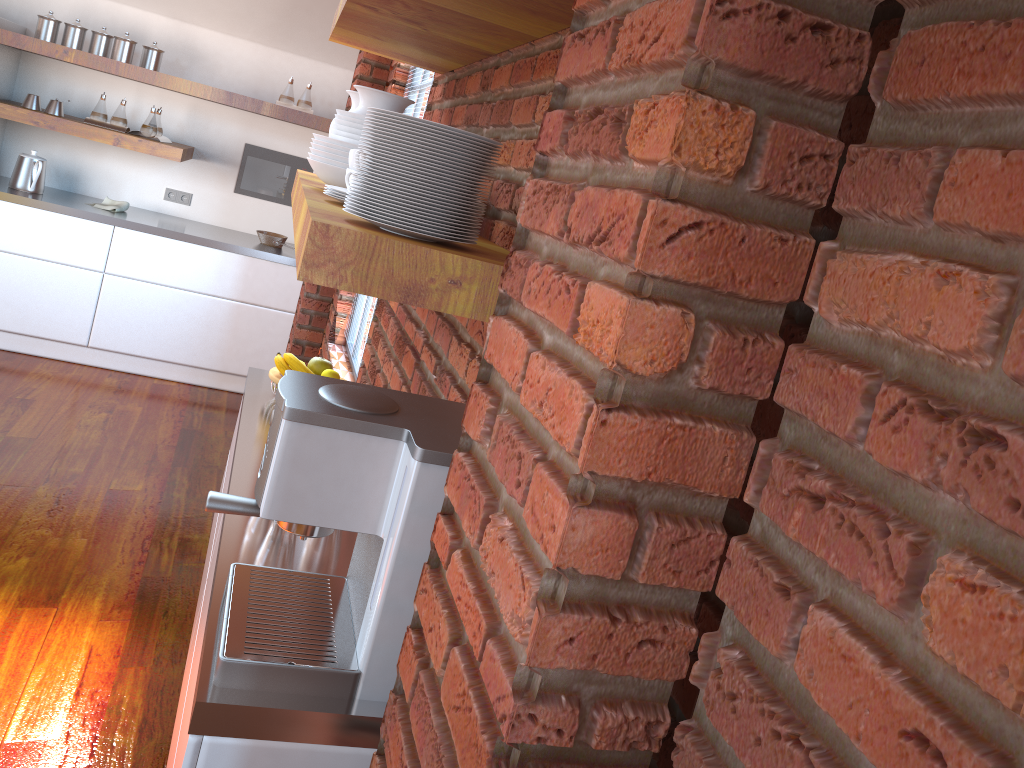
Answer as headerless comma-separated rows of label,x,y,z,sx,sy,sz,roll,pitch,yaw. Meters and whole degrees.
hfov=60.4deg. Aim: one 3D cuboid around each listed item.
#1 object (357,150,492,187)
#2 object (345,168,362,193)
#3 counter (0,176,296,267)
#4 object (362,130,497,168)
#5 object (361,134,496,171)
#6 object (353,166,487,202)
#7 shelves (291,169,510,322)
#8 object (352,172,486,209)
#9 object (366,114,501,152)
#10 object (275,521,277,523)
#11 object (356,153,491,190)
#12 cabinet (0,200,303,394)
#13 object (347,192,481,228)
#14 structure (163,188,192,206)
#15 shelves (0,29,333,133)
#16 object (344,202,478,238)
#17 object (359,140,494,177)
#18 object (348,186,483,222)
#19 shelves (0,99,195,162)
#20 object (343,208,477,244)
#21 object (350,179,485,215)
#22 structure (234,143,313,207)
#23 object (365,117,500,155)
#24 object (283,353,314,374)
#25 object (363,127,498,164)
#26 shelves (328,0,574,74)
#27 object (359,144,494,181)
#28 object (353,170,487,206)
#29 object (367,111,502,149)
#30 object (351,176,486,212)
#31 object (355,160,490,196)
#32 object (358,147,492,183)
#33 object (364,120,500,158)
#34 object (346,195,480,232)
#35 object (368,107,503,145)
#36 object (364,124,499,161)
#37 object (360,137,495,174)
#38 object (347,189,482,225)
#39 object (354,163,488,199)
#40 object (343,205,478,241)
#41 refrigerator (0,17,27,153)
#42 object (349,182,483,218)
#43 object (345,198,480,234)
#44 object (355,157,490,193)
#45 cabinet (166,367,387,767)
object,-0.124,-0.297,1.239,0.194,0.013,0.198,15,12,0
object,-0.251,-0.342,1.532,0.098,0.046,0.094,11,11,-22
counter,-2.131,-0.968,5.301,1.968,0.044,0.732,11,12,-16
object,-0.117,-0.324,1.236,0.194,0.013,0.198,15,12,0
object,-0.118,-0.319,1.237,0.194,0.013,0.198,15,12,0
object,-0.130,-0.275,1.241,0.194,0.013,0.198,15,12,0
shelves,-0.286,-0.343,1.861,0.334,0.075,1.574,11,12,-17
object,-0.132,-0.267,1.242,0.194,0.013,0.198,15,12,0
object,-0.111,-0.346,1.234,0.194,0.013,0.198,15,12,0
object,-0.414,0.211,1.655,0.077,0.103,0.079,14,8,-5
object,-0.125,-0.293,1.239,0.194,0.013,0.198,15,12,0
cabinet,-2.243,-0.558,5.341,1.968,0.808,0.728,12,9,-16
object,-0.139,-0.240,1.244,0.194,0.013,0.198,15,12,0
structure,-2.144,-1.203,5.649,0.159,0.079,0.033,12,7,-16
shelves,-1.929,-1.764,5.254,1.961,0.075,0.671,11,12,-16
object,-0.143,-0.227,1.245,0.194,0.013,0.198,15,12,0
object,-0.120,-0.310,1.238,0.194,0.013,0.198,15,12,0
object,-0.137,-0.249,1.243,0.194,0.013,0.198,15,12,0
shelves,-2.453,-1.486,5.162,1.057,0.075,0.671,11,12,-16
object,-0.145,-0.218,1.246,0.194,0.013,0.198,15,12,0
object,-0.135,-0.258,1.243,0.194,0.013,0.198,15,12,0
structure,-1.552,-1.358,5.775,0.453,0.331,0.013,12,6,-16
object,-0.112,-0.341,1.235,0.194,0.013,0.198,15,12,0
object,-0.568,-0.028,2.386,0.186,0.084,0.066,19,9,21
object,-0.115,-0.328,1.236,0.194,0.013,0.198,15,12,0
shelves,-0.169,-0.774,1.820,0.334,0.075,1.574,11,12,-17
object,-0.122,-0.305,1.238,0.194,0.013,0.198,15,12,0
object,-0.131,-0.271,1.241,0.194,0.013,0.198,15,12,0
object,-0.110,-0.350,1.234,0.194,0.013,0.198,15,12,0
object,-0.133,-0.262,1.242,0.194,0.013,0.198,15,12,0
object,-0.127,-0.284,1.240,0.194,0.013,0.198,15,12,0
object,-0.123,-0.302,1.238,0.194,0.013,0.198,15,12,0
object,-0.113,-0.337,1.235,0.194,0.013,0.198,15,12,0
object,-0.141,-0.235,1.245,0.194,0.013,0.198,15,12,0
object,-0.108,-0.355,1.233,0.194,0.013,0.198,15,12,0
object,-0.114,-0.333,1.236,0.194,0.013,0.198,15,12,0
object,-0.119,-0.314,1.237,0.194,0.013,0.198,15,12,0
object,-0.138,-0.244,1.244,0.194,0.013,0.198,15,12,0
object,-0.129,-0.280,1.241,0.194,0.013,0.198,15,12,0
object,-0.144,-0.222,1.246,0.194,0.013,0.198,15,12,0
refrigerator,-3.470,-1.276,4.866,0.905,1.753,0.798,13,7,-17
object,-0.136,-0.253,1.243,0.194,0.013,0.198,15,12,0
object,-0.142,-0.231,1.245,0.194,0.013,0.198,15,12,0
object,-0.126,-0.288,1.240,0.194,0.013,0.198,15,12,0
cabinet,-0.494,0.429,1.933,0.334,0.468,1.662,13,12,-17
